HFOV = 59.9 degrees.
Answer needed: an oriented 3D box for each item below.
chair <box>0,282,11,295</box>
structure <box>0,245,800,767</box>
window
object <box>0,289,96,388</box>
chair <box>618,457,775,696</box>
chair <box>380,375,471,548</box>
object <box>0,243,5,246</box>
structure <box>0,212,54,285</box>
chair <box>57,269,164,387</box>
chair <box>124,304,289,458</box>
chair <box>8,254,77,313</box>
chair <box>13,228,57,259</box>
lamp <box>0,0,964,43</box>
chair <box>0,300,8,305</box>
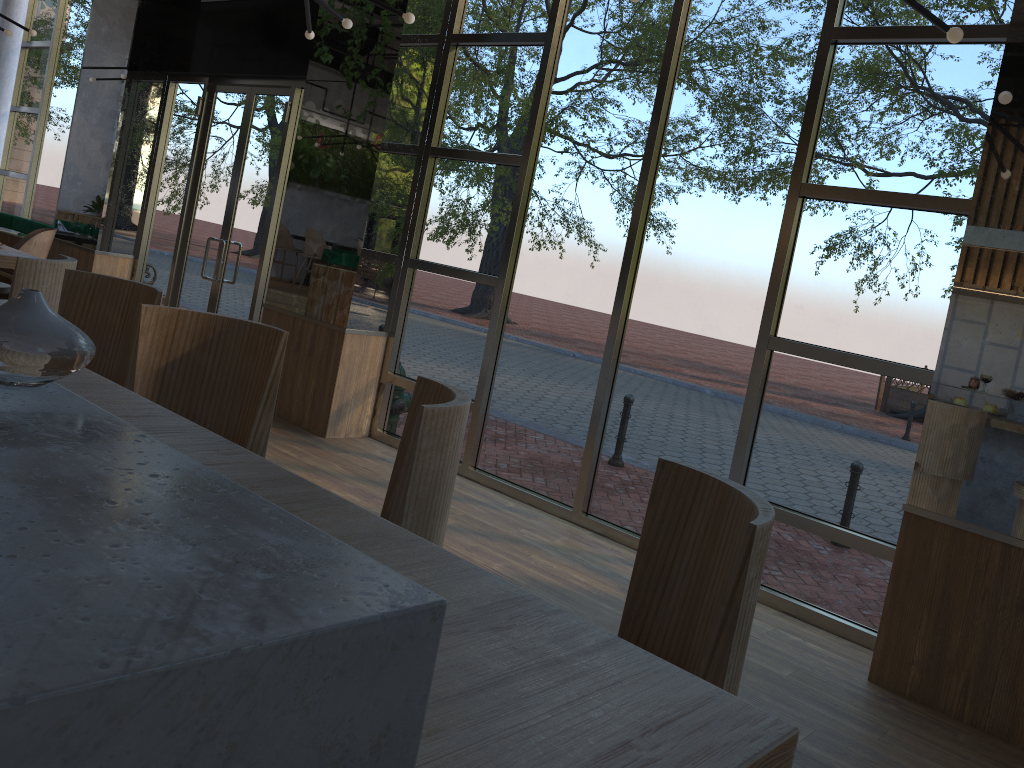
[{"bbox_3d":[-3.379,-0.293,5.460,0.499,0.692,0.533,13,5,28],"label":"chair"},{"bbox_3d":[-3.710,-0.319,1.409,6.875,1.717,6.100,17,10,39],"label":"structure"},{"bbox_3d":[-0.241,-2.361,3.572,19.627,6.455,4.326,17,7,39],"label":"window"},{"bbox_3d":[-0.657,-0.199,0.996,0.321,0.395,0.317,11,4,-2],"label":"object"},{"bbox_3d":[0.120,0.644,1.657,0.570,0.964,0.528,8,5,-40],"label":"chair"},{"bbox_3d":[-0.461,0.460,2.147,0.537,0.964,0.560,12,4,15],"label":"chair"},{"bbox_3d":[-2.548,-0.678,4.242,0.210,0.013,0.203,9,8,-14],"label":"object"},{"bbox_3d":[-1.467,0.030,2.777,19.398,1.537,6.303,17,10,39],"label":"structure"},{"bbox_3d":[-1.595,0.105,3.084,0.548,0.964,0.549,11,4,0],"label":"chair"},{"bbox_3d":[-1.012,0.290,2.588,0.565,0.964,0.532,9,4,-27],"label":"chair"},{"bbox_3d":[-2.140,-0.069,3.560,0.550,0.964,0.547,11,4,-3],"label":"chair"},{"bbox_3d":[-4.653,-1.053,8.324,0.579,0.918,0.481,8,4,-36],"label":"chair"},{"bbox_3d":[-0.904,-2.609,2.367,18.230,1.809,5.317,17,10,39],"label":"lamp"},{"bbox_3d":[-2.726,-0.087,4.911,0.498,0.692,0.534,14,5,30],"label":"chair"}]
